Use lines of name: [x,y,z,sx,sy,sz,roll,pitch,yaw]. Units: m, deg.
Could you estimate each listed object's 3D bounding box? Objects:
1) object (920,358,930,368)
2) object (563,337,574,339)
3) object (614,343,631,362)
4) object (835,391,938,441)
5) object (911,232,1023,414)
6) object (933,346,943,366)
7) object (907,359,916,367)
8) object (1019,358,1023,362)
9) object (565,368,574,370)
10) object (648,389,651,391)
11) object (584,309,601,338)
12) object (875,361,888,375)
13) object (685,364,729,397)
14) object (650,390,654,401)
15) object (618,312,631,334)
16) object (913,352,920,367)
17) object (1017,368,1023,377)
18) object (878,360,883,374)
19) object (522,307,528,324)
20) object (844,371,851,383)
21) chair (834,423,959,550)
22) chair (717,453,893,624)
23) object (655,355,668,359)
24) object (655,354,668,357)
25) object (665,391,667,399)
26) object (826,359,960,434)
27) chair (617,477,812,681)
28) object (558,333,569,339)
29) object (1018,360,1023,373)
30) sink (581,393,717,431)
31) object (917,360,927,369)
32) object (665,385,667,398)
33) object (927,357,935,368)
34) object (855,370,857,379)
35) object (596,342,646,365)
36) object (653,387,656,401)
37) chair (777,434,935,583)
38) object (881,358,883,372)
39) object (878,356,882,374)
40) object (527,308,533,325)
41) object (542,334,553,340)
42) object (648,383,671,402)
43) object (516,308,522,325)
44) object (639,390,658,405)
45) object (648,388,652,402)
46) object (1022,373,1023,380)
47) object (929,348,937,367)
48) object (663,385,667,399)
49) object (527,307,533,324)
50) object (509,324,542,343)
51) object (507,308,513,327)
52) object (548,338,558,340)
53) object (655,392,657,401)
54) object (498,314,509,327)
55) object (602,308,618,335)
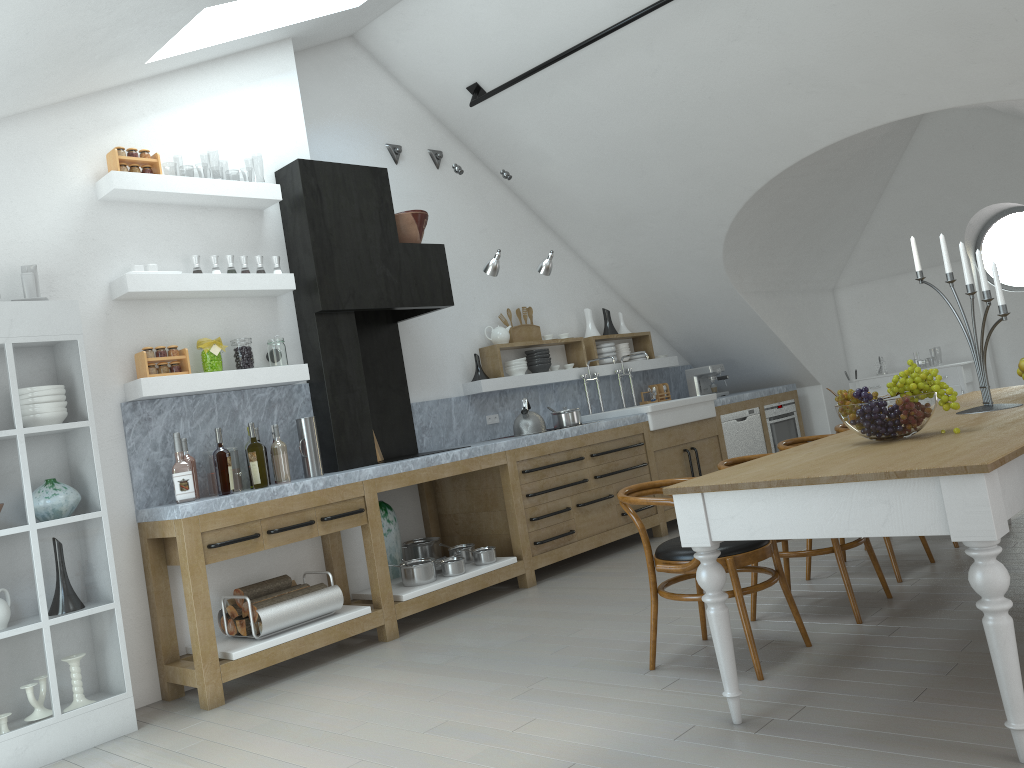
object: [3.974,-0.196,8.509,0.094,0.094,0.093,-11,-3,31]
object: [0.461,-0.389,7.741,0.164,0.012,0.163,-8,-2,-29]
object: [1.026,-0.291,8.231,0.158,0.160,0.153,-9,-3,-18]
object: [1.402,0.129,3.294,0.359,0.160,0.360,-11,-2,24]
object: [2.046,-0.318,3.990,0.265,0.877,0.775,-11,-3,18]
object: [4.047,-0.260,8.407,0.063,0.187,0.063,-11,-4,29]
object: [3.826,-0.179,8.473,0.082,0.105,0.081,-8,-4,-33]
object: [2.701,-0.113,4.657,0.062,0.060,0.062,-12,-4,44]
object: [0.501,-0.124,7.719,0.164,0.012,0.163,-8,-2,-29]
object: [1.321,0.129,8.417,0.040,0.193,0.042,-9,-4,-9]
object: [0.708,-0.552,8.029,0.155,0.268,0.156,-12,-4,32]
object: [3.711,-0.156,8.909,0.101,0.138,0.067,-13,-4,43]
object: [1.962,-0.021,8.669,0.385,0.321,0.325,-12,-4,44]
object: [1.331,0.138,8.372,0.019,0.179,0.044,-10,-4,9]
object: [1.042,-0.571,8.385,0.155,0.219,0.156,-11,-3,25]
object: [3.893,-0.221,8.512,0.048,0.170,0.048,-12,-4,31]
object: [2.678,-0.064,4.639,0.062,0.060,0.062,-7,-4,-42]
object: [3.714,-0.177,8.915,0.029,0.137,0.097,-6,-5,-43]
object: [0.119,-0.499,7.425,0.019,0.300,0.057,-13,-5,44]
object: [3.400,-0.002,8.882,0.088,0.269,0.029,-11,-4,17]
chair: [2.295,0.567,5.245,0.619,0.736,0.528,-12,-4,40]
chair: [1.335,0.691,4.159,0.619,0.736,0.528,-12,-4,40]
object: [1.425,-0.249,8.680,0.213,0.025,0.213,-11,-2,31]
object: [1.423,-0.258,8.681,0.213,0.025,0.213,-11,-2,31]
object: [1.486,0.110,8.565,0.018,0.196,0.020,-8,-4,-24]
object: [1.399,0.065,3.271,0.393,0.285,0.292,-10,-3,8]
chair: [0.795,0.766,3.675,0.619,0.736,0.528,-12,-4,43]
object: [0.457,-0.412,7.743,0.098,0.049,0.099,-12,-3,41]
object: [2.656,-0.092,4.584,0.066,0.071,0.072,-10,-3,13]
sink: [1.187,0.275,7.553,0.725,0.202,1.022,-12,-3,44]
object: [3.908,-0.183,8.444,0.077,0.085,0.077,-11,-3,31]
object: [1.490,0.109,8.575,0.022,0.196,0.018,-6,-5,-45]
object: [3.984,-0.204,8.418,0.071,0.099,0.071,-8,-3,-23]
object: [3.438,-0.010,8.844,0.029,0.269,0.088,-8,-4,-20]
object: [1.009,-0.286,8.247,0.197,0.196,0.658,-12,-3,43]
object: [1.355,0.122,8.384,0.040,0.193,0.042,-9,-4,-10]
chair: [1.792,0.634,4.728,0.528,0.736,0.619,-7,-4,-43]
object: [3.714,-0.192,8.889,0.024,0.164,0.038,-7,-4,-34]
object: [3.701,-0.190,8.922,0.039,0.175,0.054,-13,-5,44]
object: [0.174,-0.504,7.512,0.030,0.294,0.057,-13,-5,43]
object: [0.310,-0.393,7.587,0.098,0.049,0.099,-12,-3,41]
object: [1.430,0.108,8.552,0.103,0.223,0.200,-13,-4,44]
object: [0.082,-0.493,7.413,0.040,0.300,0.061,-13,-5,41]
object: [1.289,0.151,8.381,0.173,0.172,0.100,-7,-4,-45]
object: [1.320,0.131,8.390,0.018,0.196,0.022,-12,-4,32]
object: [2.657,-0.037,4.558,0.059,0.056,0.059,-12,-4,38]
object: [4.029,-0.250,8.468,0.054,0.179,0.054,-11,-4,21]
object: [1.482,0.106,8.549,0.040,0.193,0.042,-10,-4,4]
object: [0.162,-0.503,7.472,0.039,0.298,0.068,-13,-5,44]
object: [0.102,-0.416,7.401,0.084,0.158,0.354,-13,-4,44]
object: [0.000,-0.483,7.327,0.027,0.300,0.055,-13,-5,44]
object: [0.314,-0.370,7.586,0.164,0.012,0.163,-8,-2,-29]
object: [1.361,0.134,8.397,0.044,0.179,0.019,-11,-4,28]
object: [-0.021,-0.462,7.298,0.199,0.259,0.016,-7,-4,-36]
object: [0.891,-0.576,8.217,0.156,0.268,0.155,-7,-4,-42]
